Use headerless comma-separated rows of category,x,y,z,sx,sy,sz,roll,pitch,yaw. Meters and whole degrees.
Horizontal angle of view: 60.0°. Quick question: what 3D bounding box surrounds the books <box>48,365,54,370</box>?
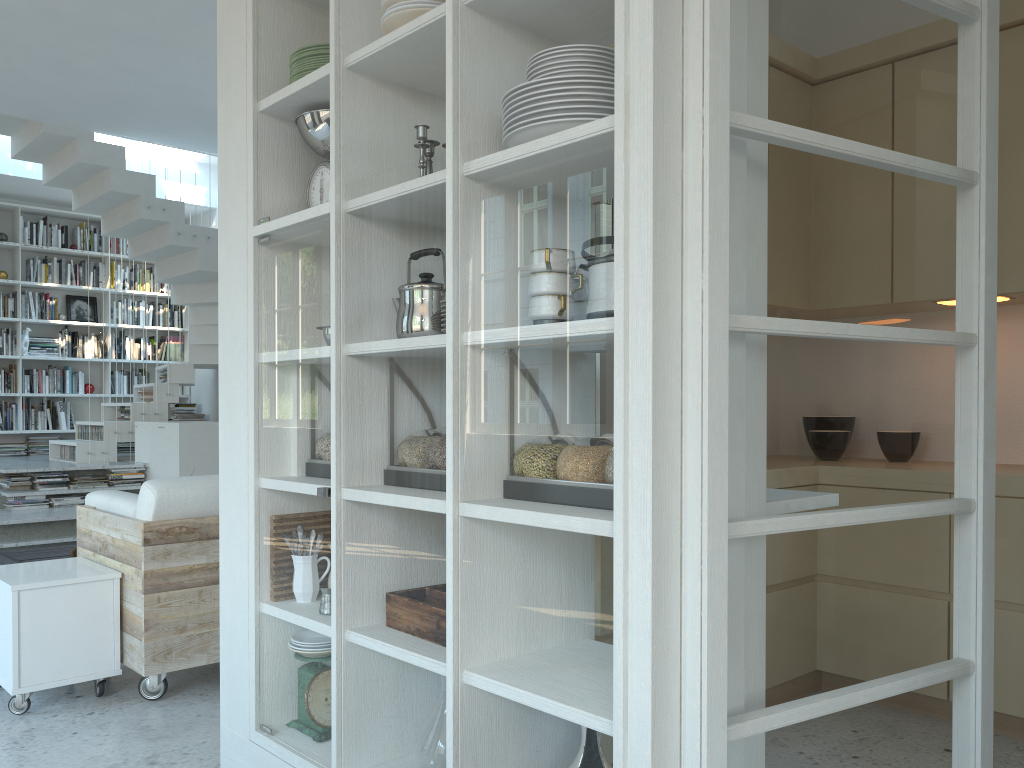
books,-4.721,-0.325,9.076,0.013,0.299,0.147,1,-1,-42

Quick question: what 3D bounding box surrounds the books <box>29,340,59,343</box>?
books,-4.788,-0.706,9.031,0.285,0.012,0.159,0,0,-40

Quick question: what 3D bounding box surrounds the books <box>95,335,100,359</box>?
books,-4.398,-0.671,9.383,0.024,0.255,0.145,1,-1,-42

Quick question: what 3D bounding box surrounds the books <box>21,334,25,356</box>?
books,-4.917,-0.653,8.882,0.027,0.221,0.184,1,-1,-42

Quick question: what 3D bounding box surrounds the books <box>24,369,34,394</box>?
books,-4.866,-0.297,8.937,0.047,0.244,0.177,1,-1,-42

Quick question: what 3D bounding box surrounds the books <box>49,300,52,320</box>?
books,-4.735,-1.017,9.075,0.033,0.213,0.152,1,-1,-42

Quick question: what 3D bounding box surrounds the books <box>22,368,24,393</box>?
books,-4.926,-0.302,8.904,0.012,0.254,0.161,1,-1,-42

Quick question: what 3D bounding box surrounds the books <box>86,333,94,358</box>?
books,-4.433,-0.679,9.328,0.021,0.271,0.191,1,-1,-42

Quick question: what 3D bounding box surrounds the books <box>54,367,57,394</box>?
books,-4.697,-0.311,9.102,0.011,0.272,0.152,1,-1,-42

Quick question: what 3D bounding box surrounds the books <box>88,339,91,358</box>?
books,-4.467,-0.650,9.329,0.025,0.213,0.155,1,-1,-42

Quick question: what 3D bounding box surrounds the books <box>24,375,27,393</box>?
books,-4.906,-0.268,8.907,0.023,0.186,0.159,1,-1,-42

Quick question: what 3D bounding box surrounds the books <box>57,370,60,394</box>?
books,-4.685,-0.299,9.117,0.026,0.246,0.165,1,-1,-42

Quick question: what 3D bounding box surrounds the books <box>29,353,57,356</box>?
books,-4.788,-0.573,9.024,0.161,0.012,0.254,0,0,44

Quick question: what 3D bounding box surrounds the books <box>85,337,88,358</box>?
books,-4.491,-0.661,9.317,0.028,0.235,0.129,1,-1,-42

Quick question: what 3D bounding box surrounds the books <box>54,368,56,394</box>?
books,-4.700,-0.306,9.071,0.012,0.262,0.186,1,-1,-42

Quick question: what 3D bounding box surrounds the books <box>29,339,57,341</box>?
books,-4.788,-0.718,9.031,0.254,0.012,0.161,0,0,-40

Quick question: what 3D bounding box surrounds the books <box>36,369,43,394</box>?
books,-4.803,-0.298,8.985,0.045,0.246,0.185,1,-1,-42

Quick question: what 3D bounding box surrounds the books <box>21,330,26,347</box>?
books,-4.917,-0.676,8.923,0.028,0.267,0.137,1,-1,-42

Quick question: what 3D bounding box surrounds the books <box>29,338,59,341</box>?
books,-4.788,-0.730,9.032,0.285,0.012,0.159,0,0,-44

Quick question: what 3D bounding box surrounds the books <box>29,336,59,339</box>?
books,-4.788,-0.742,9.032,0.285,0.012,0.159,0,0,-40

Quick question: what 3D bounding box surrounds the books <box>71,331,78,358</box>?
books,-4.562,-0.684,9.222,0.059,0.282,0.167,1,-1,-42

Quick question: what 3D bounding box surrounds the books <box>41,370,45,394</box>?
books,-4.787,-0.295,9.020,0.026,0.239,0.177,1,-1,-42

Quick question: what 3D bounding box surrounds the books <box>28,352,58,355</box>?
books,-4.786,-0.585,9.022,0.285,0.012,0.159,0,0,-37

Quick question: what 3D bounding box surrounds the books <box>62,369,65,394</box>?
books,-4.645,-0.302,9.160,0.012,0.254,0.161,1,-1,-42

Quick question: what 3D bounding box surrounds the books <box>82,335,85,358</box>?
books,-4.514,-0.668,9.298,0.031,0.250,0.133,1,-1,-42

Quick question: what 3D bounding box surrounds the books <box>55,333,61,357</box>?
books,-4.672,-0.670,9.129,0.012,0.254,0.161,1,-1,-42

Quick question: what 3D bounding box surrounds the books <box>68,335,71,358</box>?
books,-4.602,-0.661,9.180,0.030,0.236,0.179,1,-1,-42

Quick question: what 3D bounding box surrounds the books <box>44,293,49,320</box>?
books,-4.750,-1.053,9.057,0.014,0.285,0.175,1,-1,-42

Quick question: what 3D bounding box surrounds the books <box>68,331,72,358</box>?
books,-4.598,-0.683,9.207,0.013,0.280,0.131,1,-1,-42

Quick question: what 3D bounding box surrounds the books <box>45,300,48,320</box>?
books,-4.752,-1.014,9.039,0.013,0.207,0.189,1,-1,-42

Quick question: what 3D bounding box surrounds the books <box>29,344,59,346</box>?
books,-4.787,-0.670,9.029,0.159,0.012,0.285,0,0,45

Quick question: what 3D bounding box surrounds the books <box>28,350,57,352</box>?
books,-4.791,-0.609,9.027,0.254,0.012,0.161,0,0,-40

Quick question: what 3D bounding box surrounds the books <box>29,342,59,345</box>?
books,-4.788,-0.682,9.031,0.285,0.012,0.159,0,0,-40

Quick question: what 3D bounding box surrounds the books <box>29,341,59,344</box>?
books,-4.784,-0.694,9.026,0.159,0.012,0.285,0,0,43

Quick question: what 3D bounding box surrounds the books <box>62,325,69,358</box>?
books,-4.612,-0.712,9.161,0.010,0.339,0.180,1,-1,-42

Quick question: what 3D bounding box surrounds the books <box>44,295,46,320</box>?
books,-4.782,-1.045,9.048,0.020,0.267,0.152,1,-1,-42

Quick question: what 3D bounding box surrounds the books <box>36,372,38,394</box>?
books,-4.826,-0.286,8.971,0.011,0.223,0.162,1,-1,-42

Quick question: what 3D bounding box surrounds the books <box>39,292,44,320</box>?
books,-4.785,-1.055,9.028,0.012,0.287,0.176,1,-1,-42

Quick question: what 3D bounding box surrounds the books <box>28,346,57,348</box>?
books,-4.793,-0.646,9.032,0.254,0.012,0.161,0,0,-42

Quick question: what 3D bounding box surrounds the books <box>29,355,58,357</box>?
books,-4.788,-0.561,9.023,0.285,0.012,0.159,0,0,-38

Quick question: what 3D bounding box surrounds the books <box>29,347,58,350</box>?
books,-4.786,-0.633,9.024,0.161,0.012,0.254,0,0,43

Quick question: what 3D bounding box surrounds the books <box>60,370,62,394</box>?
books,-4.657,-0.300,9.115,0.014,0.249,0.177,1,-1,-42

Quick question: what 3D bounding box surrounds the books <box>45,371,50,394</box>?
books,-4.751,-0.290,9.049,0.012,0.229,0.179,1,-1,-42

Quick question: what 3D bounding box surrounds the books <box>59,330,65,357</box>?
books,-4.646,-0.685,9.166,0.012,0.285,0.159,1,-1,-42

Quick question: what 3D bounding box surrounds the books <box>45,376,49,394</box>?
books,-4.759,-0.266,9.029,0.027,0.181,0.186,1,-1,-42

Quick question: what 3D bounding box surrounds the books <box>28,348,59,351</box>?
books,-4.790,-0.621,9.028,0.285,0.012,0.159,0,0,-44

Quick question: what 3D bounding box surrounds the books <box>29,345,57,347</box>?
books,-4.784,-0.658,9.026,0.254,0.012,0.161,0,0,-37

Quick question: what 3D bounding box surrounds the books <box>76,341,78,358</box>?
books,-4.555,-0.682,9.265,0.010,0.278,0.129,1,-1,-42

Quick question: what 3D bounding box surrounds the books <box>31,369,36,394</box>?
books,-4.847,-0.298,8.969,0.024,0.247,0.143,1,-1,-42

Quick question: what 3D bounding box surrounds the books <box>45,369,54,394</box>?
books,-4.721,-0.303,9.046,0.028,0.255,0.191,1,-1,-42

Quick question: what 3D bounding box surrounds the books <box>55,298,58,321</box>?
books,-4.690,-1.033,9.102,0.026,0.244,0.178,1,-1,-42

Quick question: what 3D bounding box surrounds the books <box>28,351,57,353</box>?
books,-4.788,-0.597,9.024,0.254,0.012,0.161,0,0,-38

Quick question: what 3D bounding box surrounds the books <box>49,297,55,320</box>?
books,-4.715,-1.038,9.093,0.021,0.253,0.167,1,-1,-42

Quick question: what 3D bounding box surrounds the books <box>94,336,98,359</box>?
books,-4.412,-0.663,9.350,0.041,0.239,0.176,1,-1,-42

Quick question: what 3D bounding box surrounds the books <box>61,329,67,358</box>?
books,-4.620,-0.693,9.155,0.011,0.300,0.184,1,-1,-42

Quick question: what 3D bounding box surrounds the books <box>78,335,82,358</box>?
books,-4.525,-0.664,9.263,0.031,0.242,0.147,1,-1,-42

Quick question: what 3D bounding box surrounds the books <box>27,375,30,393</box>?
books,-4.888,-0.267,8.921,0.022,0.184,0.162,1,-1,-42
